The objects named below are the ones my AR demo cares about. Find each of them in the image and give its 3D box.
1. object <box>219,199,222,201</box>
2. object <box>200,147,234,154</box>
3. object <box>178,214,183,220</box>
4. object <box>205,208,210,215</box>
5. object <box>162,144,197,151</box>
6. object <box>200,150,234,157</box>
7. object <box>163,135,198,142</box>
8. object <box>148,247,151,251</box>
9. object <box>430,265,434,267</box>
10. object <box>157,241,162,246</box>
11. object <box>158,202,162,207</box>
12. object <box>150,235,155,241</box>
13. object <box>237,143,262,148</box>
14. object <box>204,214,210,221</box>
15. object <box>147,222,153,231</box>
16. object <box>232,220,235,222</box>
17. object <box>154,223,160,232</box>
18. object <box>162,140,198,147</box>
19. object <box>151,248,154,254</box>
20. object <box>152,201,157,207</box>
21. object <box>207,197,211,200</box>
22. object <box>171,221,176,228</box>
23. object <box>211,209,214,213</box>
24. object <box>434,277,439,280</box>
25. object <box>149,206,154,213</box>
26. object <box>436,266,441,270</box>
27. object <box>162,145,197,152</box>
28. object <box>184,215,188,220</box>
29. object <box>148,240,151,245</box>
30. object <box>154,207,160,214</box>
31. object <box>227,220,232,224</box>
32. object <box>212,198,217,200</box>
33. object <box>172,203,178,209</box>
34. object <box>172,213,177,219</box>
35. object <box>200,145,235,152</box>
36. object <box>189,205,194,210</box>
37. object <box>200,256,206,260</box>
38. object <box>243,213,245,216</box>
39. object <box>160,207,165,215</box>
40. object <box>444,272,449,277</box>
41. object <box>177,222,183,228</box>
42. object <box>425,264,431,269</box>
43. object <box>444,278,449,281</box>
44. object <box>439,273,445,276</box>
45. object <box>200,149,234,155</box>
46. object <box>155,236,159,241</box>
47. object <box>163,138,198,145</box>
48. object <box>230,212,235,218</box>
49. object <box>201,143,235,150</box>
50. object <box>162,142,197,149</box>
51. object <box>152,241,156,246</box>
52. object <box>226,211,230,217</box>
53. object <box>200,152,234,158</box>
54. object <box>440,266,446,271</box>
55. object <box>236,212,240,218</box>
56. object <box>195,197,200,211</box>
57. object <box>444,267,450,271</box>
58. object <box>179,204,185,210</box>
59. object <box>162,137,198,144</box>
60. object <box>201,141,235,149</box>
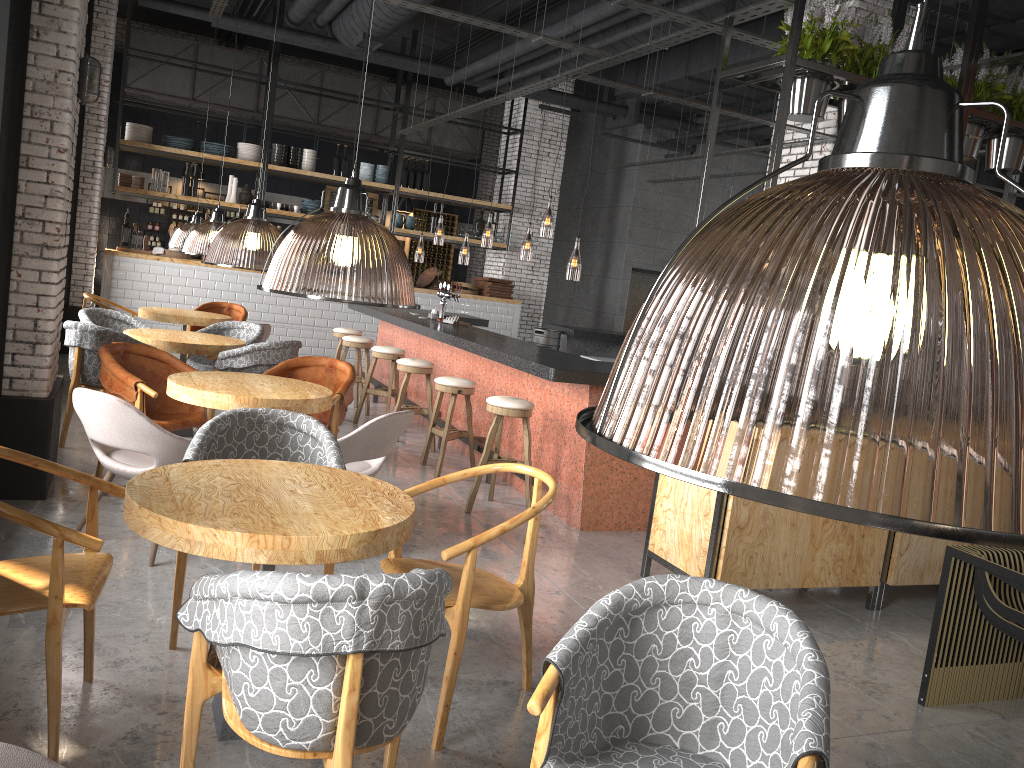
[{"bbox_3d":[-4.994,-3.082,15.172,0.079,0.156,0.079,3,7,-39],"label":"object"},{"bbox_3d":[-4.078,-3.224,12.272,0.454,0.038,0.455,5,7,-23],"label":"object"},{"bbox_3d":[-5.587,-2.816,14.955,0.070,0.083,0.071,4,7,-34],"label":"object"},{"bbox_3d":[-5.189,-2.945,15.124,0.092,0.112,0.100,3,8,-38],"label":"object"},{"bbox_3d":[-4.530,-3.214,12.077,0.453,0.043,0.455,5,7,-21],"label":"object"},{"bbox_3d":[-4.084,-3.178,12.277,0.455,0.045,0.454,13,9,40],"label":"object"},{"bbox_3d":[-4.513,-3.330,12.064,0.454,0.050,0.455,6,7,-11],"label":"object"},{"bbox_3d":[-6.108,-2.249,14.834,0.085,0.110,0.119,10,7,24],"label":"object"},{"bbox_3d":[-1.496,-2.204,16.747,0.079,0.079,0.281,5,7,-24],"label":"object"},{"bbox_3d":[-5.922,-2.349,14.881,0.071,0.083,0.071,8,6,1],"label":"object"},{"bbox_3d":[-5.875,-2.994,14.801,0.071,0.083,0.071,8,6,1],"label":"object"},{"bbox_3d":[-6.019,-2.441,14.830,0.071,0.083,0.071,8,6,1],"label":"object"},{"bbox_3d":[-3.677,-3.333,12.430,0.335,0.039,0.335,13,9,39],"label":"object"},{"bbox_3d":[-5.199,-2.843,15.136,0.107,0.108,0.089,11,7,26],"label":"object"},{"bbox_3d":[-6.046,-2.636,14.809,0.100,0.139,0.088,5,6,-23],"label":"object"},{"bbox_3d":[-4.792,-2.766,15.309,0.076,0.110,0.076,13,8,40],"label":"object"},{"bbox_3d":[-5.947,-2.628,14.853,0.100,0.139,0.088,5,6,-23],"label":"object"},{"bbox_3d":[-4.523,-3.260,12.073,0.455,0.038,0.454,14,9,42],"label":"object"},{"bbox_3d":[-6.012,-2.238,14.890,0.111,0.101,0.090,11,7,27],"label":"object"},{"bbox_3d":[-5.950,-3.000,14.768,0.070,0.083,0.071,4,7,-34],"label":"object"},{"bbox_3d":[-5.167,-3.096,15.095,0.079,0.156,0.079,6,6,-14],"label":"object"},{"bbox_3d":[-5.700,-2.696,14.940,0.092,0.112,0.100,3,8,-38],"label":"object"},{"bbox_3d":[-5.093,-2.936,15.168,0.107,0.108,0.089,11,7,26],"label":"object"},{"bbox_3d":[-1.438,-1.991,16.805,0.079,0.079,0.281,5,7,-24],"label":"object"},{"bbox_3d":[-5.996,-2.907,14.763,0.076,0.110,0.076,6,6,-14],"label":"object"},{"bbox_3d":[-1.404,-2.195,16.771,0.079,0.079,0.281,5,7,-24],"label":"object"},{"bbox_3d":[-4.532,-3.190,12.079,0.454,0.033,0.455,6,7,-16],"label":"object"},{"bbox_3d":[-5.509,-2.810,14.990,0.070,0.083,0.071,4,7,-34],"label":"object"},{"bbox_3d":[-6.069,-2.361,14.816,0.070,0.083,0.071,6,6,-14],"label":"object"},{"bbox_3d":[-5.921,-2.901,14.796,0.076,0.110,0.076,7,6,-4],"label":"object"},{"bbox_3d":[-4.872,-2.773,15.273,0.076,0.110,0.076,8,6,1],"label":"object"},{"bbox_3d":[-5.080,-3.089,15.133,0.079,0.156,0.079,9,6,11],"label":"object"},{"bbox_3d":[-5.656,-3.015,14.894,0.079,0.156,0.079,8,6,6],"label":"object"},{"bbox_3d":[-5.672,-2.823,14.916,0.071,0.083,0.071,8,6,1],"label":"object"},{"bbox_3d":[-4.076,-3.247,12.270,0.454,0.037,0.454,10,7,20],"label":"object"},{"bbox_3d":[-5.415,-3.083,15.010,0.079,0.280,0.079,6,6,-20],"label":"object"},{"bbox_3d":[-5.294,-2.183,15.197,0.092,0.112,0.100,3,8,-38],"label":"object"},{"bbox_3d":[-4.611,-3.018,15.370,0.079,0.280,0.079,12,7,39],"label":"object"},{"bbox_3d":[-5.847,-2.895,14.832,0.076,0.110,0.076,4,7,-29],"label":"object"},{"bbox_3d":[-1.252,-2.080,16.872,0.079,0.079,0.281,5,7,-24],"label":"object"},{"bbox_3d":[-5.605,-2.686,14.984,0.107,0.108,0.089,11,7,26],"label":"object"},{"bbox_3d":[-1.575,-2.209,16.694,0.079,0.079,0.281,5,7,-24],"label":"object"},{"bbox_3d":[-1.260,-1.974,16.868,0.079,0.079,0.281,5,7,-24],"label":"object"},{"bbox_3d":[-1.338,-2.087,16.833,0.079,0.079,0.281,5,7,-24],"label":"object"},{"bbox_3d":[-4.082,-3.201,12.273,0.455,0.042,0.454,11,7,26],"label":"object"},{"bbox_3d":[-5.946,-2.434,14.856,0.071,0.083,0.071,9,6,16],"label":"object"},{"bbox_3d":[-4.520,-3.283,12.070,0.454,0.043,0.455,5,7,-19],"label":"object"},{"bbox_3d":[-4.807,-2.924,15.278,0.076,0.110,0.076,7,6,-4],"label":"object"},{"bbox_3d":[-4.071,-3.271,12.266,0.454,0.050,0.454,13,9,41],"label":"object"},{"bbox_3d":[-4.527,-3.237,12.074,0.453,0.044,0.455,4,8,-29],"label":"object"},{"bbox_3d":[-5.997,-2.356,14.848,0.070,0.083,0.071,4,7,-34],"label":"object"},{"bbox_3d":[-4.882,-2.930,15.245,0.076,0.110,0.076,6,6,-14],"label":"object"},{"bbox_3d":[-4.088,-3.154,12.279,0.454,0.033,0.455,6,7,-16],"label":"object"},{"bbox_3d":[-1.309,-2.184,16.788,0.079,0.079,0.281,5,7,-24],"label":"object"},{"bbox_3d":[-4.733,-2.918,15.313,0.076,0.110,0.076,4,7,-29],"label":"object"},{"bbox_3d":[-5.330,-3.076,15.048,0.079,0.280,0.079,2,8,-45],"label":"object"},{"bbox_3d":[-1.232,-2.181,16.848,0.079,0.079,0.281,5,7,-24],"label":"object"},{"bbox_3d":[-5.558,-3.007,14.938,0.079,0.156,0.079,3,7,-39],"label":"object"},{"bbox_3d":[-4.518,-3.307,12.067,0.453,0.047,0.455,4,7,-27],"label":"object"},{"bbox_3d":[-4.069,-3.293,12.265,0.454,0.039,0.455,7,7,-5],"label":"object"}]
